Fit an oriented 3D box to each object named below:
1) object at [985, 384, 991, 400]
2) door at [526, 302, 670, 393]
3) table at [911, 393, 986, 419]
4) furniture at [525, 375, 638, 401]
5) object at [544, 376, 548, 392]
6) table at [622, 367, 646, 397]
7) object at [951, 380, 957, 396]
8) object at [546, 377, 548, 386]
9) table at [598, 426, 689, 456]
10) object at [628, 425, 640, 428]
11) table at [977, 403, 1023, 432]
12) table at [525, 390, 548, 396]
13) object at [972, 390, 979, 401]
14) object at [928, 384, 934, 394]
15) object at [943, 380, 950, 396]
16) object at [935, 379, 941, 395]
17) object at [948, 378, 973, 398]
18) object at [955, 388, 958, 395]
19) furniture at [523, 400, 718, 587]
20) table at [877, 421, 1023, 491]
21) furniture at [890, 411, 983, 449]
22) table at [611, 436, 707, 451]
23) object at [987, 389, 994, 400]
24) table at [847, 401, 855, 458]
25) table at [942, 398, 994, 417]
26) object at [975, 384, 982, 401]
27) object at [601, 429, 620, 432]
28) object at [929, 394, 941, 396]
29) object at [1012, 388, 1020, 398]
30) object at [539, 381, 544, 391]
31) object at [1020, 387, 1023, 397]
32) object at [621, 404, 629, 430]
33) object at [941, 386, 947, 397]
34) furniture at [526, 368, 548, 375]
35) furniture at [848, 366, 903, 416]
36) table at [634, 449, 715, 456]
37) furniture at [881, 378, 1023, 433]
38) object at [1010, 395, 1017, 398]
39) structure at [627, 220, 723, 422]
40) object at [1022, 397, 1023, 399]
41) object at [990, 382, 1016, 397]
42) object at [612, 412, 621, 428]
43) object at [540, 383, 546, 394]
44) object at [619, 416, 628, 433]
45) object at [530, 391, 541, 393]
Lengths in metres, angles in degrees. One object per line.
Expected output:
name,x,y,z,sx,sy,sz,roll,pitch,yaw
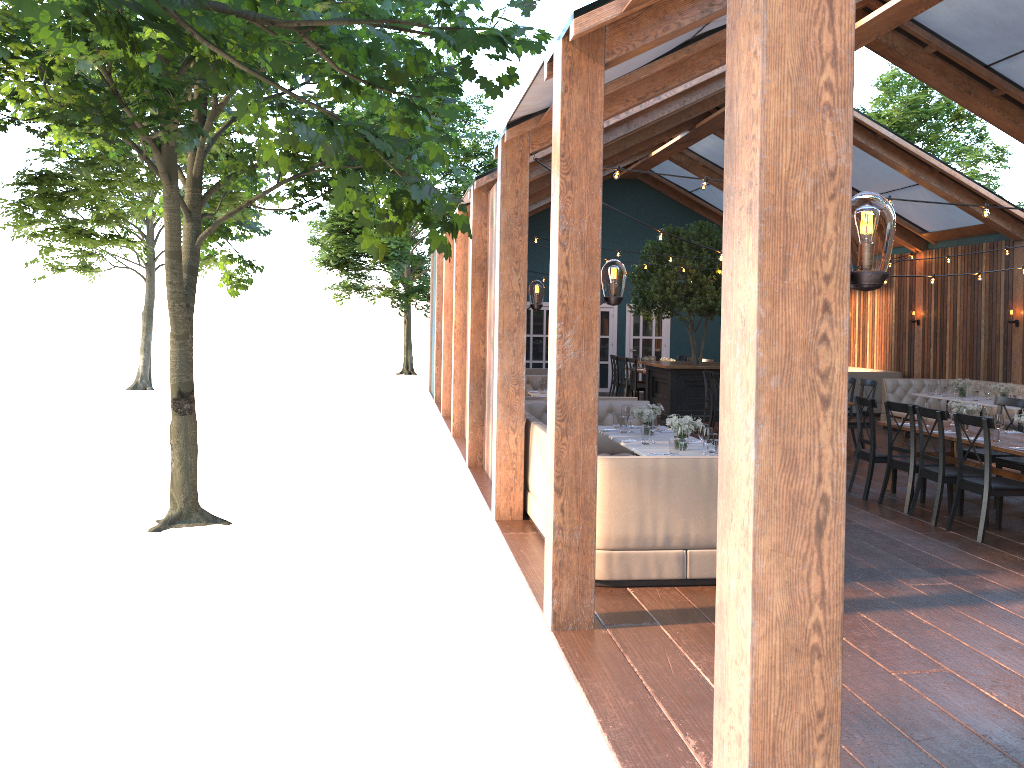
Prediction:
object,7.189,0.118,13.365,0.092,0.244,0.092,2,1,40
door,2.712,-0.898,22.093,8.170,2.209,0.174,1,0,-8
table,6.957,0.518,14.122,0.798,0.672,0.800,1,3,-9
furniture,0.371,0.429,12.405,1.709,0.858,4.167,1,4,-8
object,0.531,-0.001,13.361,0.092,0.244,0.092,2,1,40
table,3.125,0.077,18.916,0.950,0.729,2.436,1,4,-8
object,7.081,0.060,14.158,0.092,0.244,0.092,2,1,40
object,0.548,0.016,13.119,0.092,0.244,0.092,2,1,40
table,1.253,0.798,8.786,0.798,0.672,0.800,1,3,-9
object,1.211,0.434,9.028,0.157,0.019,0.255,1,4,-7
table,7.177,0.638,12.504,0.798,0.672,0.800,1,3,-8
table,0.645,0.466,13.264,0.798,0.672,0.800,1,3,-9
object,6.885,0.172,13.137,0.092,0.158,0.092,1,1,-21
object,6.771,0.087,14.300,0.092,0.158,0.092,1,1,-21
object,6.868,0.068,13.980,0.092,0.244,0.092,2,1,40
object,6.848,0.051,14.222,0.092,0.244,0.092,2,1,40
object,7.012,0.052,13.799,0.336,0.309,0.329,1,2,4
object,7.158,0.098,14.235,0.092,0.158,0.092,1,1,-21
furniture,0.980,0.761,7.913,1.709,0.858,4.167,1,4,-8
table,4.556,0.858,8.376,0.950,0.729,2.436,1,4,-8
furniture,6.399,0.709,13.223,0.313,0.398,2.334,1,4,-8
table,1.362,0.858,7.977,0.798,0.672,0.800,1,3,-8
object,7.266,0.157,13.441,0.092,0.158,0.092,1,1,-21
table,3.949,0.527,12.847,0.950,0.729,2.436,1,4,-8
table,7.067,0.578,13.313,0.798,0.672,0.800,1,3,-8
object,6.964,0.125,13.213,0.092,0.244,0.092,2,1,40
object,1.008,0.453,8.713,0.255,0.019,0.158,0,4,-7
object,6.718,0.173,14.055,0.255,0.019,0.158,0,4,-7
object,7.074,0.184,12.424,0.092,0.244,0.092,1,1,-5
object,0.452,0.034,13.450,0.092,0.158,0.092,1,1,-21
object,7.290,0.173,12.621,0.092,0.244,0.092,2,1,40
object,1.139,0.331,8.879,0.092,0.244,0.092,2,1,40
object,6.789,0.115,13.904,0.092,0.158,0.092,1,1,-21
furniture,-0.443,-0.015,18.400,1.709,0.858,4.167,1,4,-8
furniture,6.692,0.044,19.356,1.709,0.858,4.167,1,4,-8
table,1.472,0.918,7.168,0.798,0.672,0.800,1,3,-8
furniture,7.504,0.488,13.370,1.709,0.858,4.167,1,4,-8
object,6.995,0.231,12.348,0.092,0.158,0.092,1,1,-21
structure,3.486,-1.228,16.518,2.714,3.694,2.855,1,2,1
object,7.367,0.212,12.697,0.092,0.158,0.092,1,1,-21
object,7.142,0.122,12.848,0.336,0.309,0.329,1,2,9
object,1.061,0.367,8.957,0.092,0.158,0.092,1,1,-21
object,0.459,0.063,13.049,0.092,0.158,0.092,1,1,-21
object,1.079,0.395,8.561,0.092,0.158,0.092,1,1,-21
object,0.389,0.120,13.211,0.255,0.019,0.158,0,4,-7
